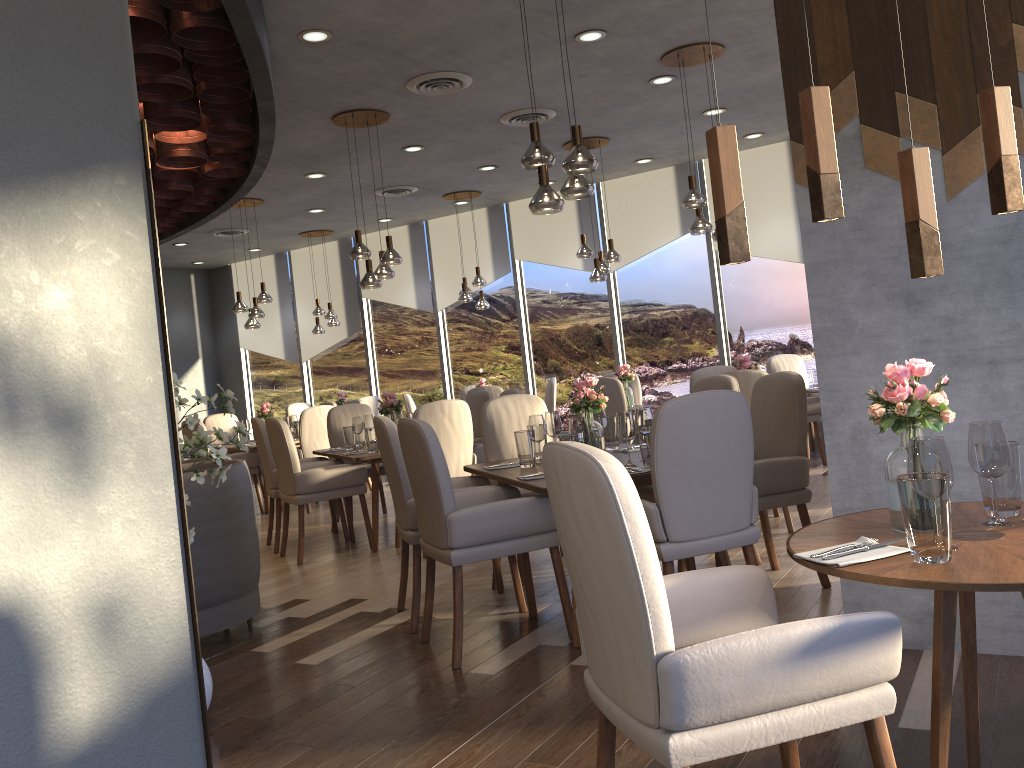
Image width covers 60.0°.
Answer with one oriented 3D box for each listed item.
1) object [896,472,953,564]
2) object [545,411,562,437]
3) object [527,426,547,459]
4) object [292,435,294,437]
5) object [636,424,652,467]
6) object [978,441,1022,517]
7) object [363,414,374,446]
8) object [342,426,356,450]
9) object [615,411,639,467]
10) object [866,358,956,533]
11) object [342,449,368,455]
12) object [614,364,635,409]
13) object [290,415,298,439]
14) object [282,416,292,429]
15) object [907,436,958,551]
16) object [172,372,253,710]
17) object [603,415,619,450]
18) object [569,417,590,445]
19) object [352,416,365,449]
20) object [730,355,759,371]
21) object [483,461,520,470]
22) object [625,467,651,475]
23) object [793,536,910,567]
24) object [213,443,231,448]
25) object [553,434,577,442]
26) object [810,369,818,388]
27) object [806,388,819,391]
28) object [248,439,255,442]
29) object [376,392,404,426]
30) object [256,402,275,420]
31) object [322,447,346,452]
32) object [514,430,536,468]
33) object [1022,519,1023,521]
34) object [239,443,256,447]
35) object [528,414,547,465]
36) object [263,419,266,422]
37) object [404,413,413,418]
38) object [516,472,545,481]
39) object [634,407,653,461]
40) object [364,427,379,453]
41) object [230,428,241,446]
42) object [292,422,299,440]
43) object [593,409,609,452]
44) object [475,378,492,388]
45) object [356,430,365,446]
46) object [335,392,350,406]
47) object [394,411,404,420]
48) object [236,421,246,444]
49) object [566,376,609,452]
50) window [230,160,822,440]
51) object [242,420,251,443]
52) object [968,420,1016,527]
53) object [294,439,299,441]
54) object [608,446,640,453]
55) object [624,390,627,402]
[{"bbox_3d":[0.870,0.281,1.856,0.102,0.178,0.102,-6,0,16],"label":"object"},{"bbox_3d":[0.219,0.264,4.609,0.092,0.244,0.092,-7,-1,33],"label":"object"},{"bbox_3d":[0.138,0.305,4.677,0.102,0.178,0.102,-6,0,12],"label":"object"},{"bbox_3d":[-2.489,0.578,9.716,0.255,0.019,0.157,-7,1,-43],"label":"object"},{"bbox_3d":[0.604,0.269,3.876,0.102,0.178,0.102,-6,0,-23],"label":"object"},{"bbox_3d":[1.214,0.237,2.205,0.102,0.178,0.102,-6,0,-11],"label":"object"},{"bbox_3d":[-1.138,0.367,7.084,0.092,0.244,0.092,-6,-1,-44],"label":"object"},{"bbox_3d":[-1.242,0.416,6.796,0.102,0.178,0.102,-6,0,-9],"label":"object"},{"bbox_3d":[0.511,0.245,3.937,0.092,0.244,0.092,-6,-1,-39],"label":"object"},{"bbox_3d":[0.974,0.145,2.143,0.210,0.416,0.198,-6,0,8],"label":"object"},{"bbox_3d":[-1.091,0.487,6.404,0.255,0.019,0.157,-7,1,-25],"label":"object"},{"bbox_3d":[1.065,0.021,8.316,0.210,0.416,0.198,-6,0,3],"label":"object"},{"bbox_3d":[-2.278,0.450,9.272,0.092,0.244,0.092,-6,-1,-24],"label":"object"},{"bbox_3d":[-2.301,0.456,9.078,0.092,0.244,0.092,-6,-1,-43],"label":"object"},{"bbox_3d":[0.925,0.240,1.949,0.092,0.244,0.092,-6,-1,22],"label":"object"},{"bbox_3d":[-1.289,0.436,3.104,0.787,1.617,0.747,-7,-1,37],"label":"object"},{"bbox_3d":[0.525,0.262,4.738,0.102,0.178,0.102,-6,0,-11],"label":"object"},{"bbox_3d":[0.299,0.269,3.881,0.092,0.244,0.092,-7,-1,27],"label":"object"},{"bbox_3d":[-1.194,0.376,6.892,0.092,0.244,0.092,-6,-1,23],"label":"object"},{"bbox_3d":[1.635,-0.002,6.182,0.210,0.416,0.197,-6,0,-12],"label":"object"},{"bbox_3d":[-0.012,0.405,4.481,0.255,0.019,0.157,-7,1,-15],"label":"object"},{"bbox_3d":[0.480,0.365,3.775,0.157,0.019,0.255,-7,1,-19],"label":"object"},{"bbox_3d":[0.776,0.369,1.986,0.255,0.019,0.157,-7,1,-21],"label":"object"},{"bbox_3d":[-3.009,0.642,9.325,0.255,0.019,0.157,-7,1,-42],"label":"object"},{"bbox_3d":[0.236,0.311,3.794,0.102,0.178,0.102,-6,0,11],"label":"object"},{"bbox_3d":[2.840,-0.053,8.252,0.102,0.178,0.102,-6,0,-42],"label":"object"},{"bbox_3d":[2.736,0.043,8.005,0.255,0.019,0.157,-6,1,-13],"label":"object"},{"bbox_3d":[-2.866,0.620,9.712,0.158,0.019,0.254,-7,1,-41],"label":"object"},{"bbox_3d":[-0.920,0.266,6.786,0.210,0.416,0.197,-6,0,-12],"label":"object"},{"bbox_3d":[-2.575,0.400,9.307,0.197,0.416,0.210,-7,-1,43],"label":"object"},{"bbox_3d":[-1.345,0.505,6.918,0.255,0.019,0.157,-7,1,-25],"label":"object"},{"bbox_3d":[0.069,0.319,4.342,0.102,0.178,0.102,-6,0,21],"label":"object"},{"bbox_3d":[1.315,0.308,2.066,0.255,0.019,0.157,-7,1,-17],"label":"object"},{"bbox_3d":[-2.617,0.607,8.909,0.255,0.019,0.157,-7,1,-42],"label":"object"},{"bbox_3d":[0.132,0.277,4.429,0.092,0.244,0.092,-7,-1,27],"label":"object"},{"bbox_3d":[-2.466,0.477,8.933,0.092,0.244,0.092,-6,-1,-39],"label":"object"},{"bbox_3d":[-0.741,0.335,6.470,0.092,0.244,0.092,-6,-1,-3],"label":"object"},{"bbox_3d":[0.155,0.397,3.933,0.255,0.019,0.157,-7,1,-15],"label":"object"},{"bbox_3d":[0.617,0.230,4.100,0.092,0.244,0.092,-6,-1,8],"label":"object"},{"bbox_3d":[-0.988,0.398,6.282,0.102,0.178,0.102,-6,0,31],"label":"object"},{"bbox_3d":[-2.876,0.549,9.241,0.102,0.178,0.102,-6,0,-26],"label":"object"},{"bbox_3d":[-2.190,0.478,9.063,0.102,0.178,0.102,-6,0,-39],"label":"object"},{"bbox_3d":[0.457,0.238,4.650,0.092,0.244,0.092,-7,-1,31],"label":"object"},{"bbox_3d":[-0.321,0.138,10.163,0.197,0.416,0.210,-6,0,28],"label":"object"},{"bbox_3d":[-1.229,0.408,7.137,0.102,0.178,0.102,-6,0,-18],"label":"object"},{"bbox_3d":[-2.240,0.318,11.735,0.198,0.416,0.209,-6,-1,-37],"label":"object"},{"bbox_3d":[-0.910,0.340,7.164,0.092,0.244,0.092,-7,-1,44],"label":"object"},{"bbox_3d":[-2.858,0.512,9.349,0.092,0.244,0.092,-6,-1,0],"label":"object"},{"bbox_3d":[0.369,0.172,4.250,0.210,0.416,0.198,-6,0,8],"label":"object"},{"bbox_3d":[1.634,-0.997,6.867,8.066,3.200,16.107,-6,1,-14],"label":"window"},{"bbox_3d":[-2.859,0.509,9.549,0.092,0.244,0.092,-6,-1,-38],"label":"object"},{"bbox_3d":[1.145,0.213,2.118,0.092,0.244,0.092,-6,-1,-37],"label":"object"},{"bbox_3d":[-2.257,0.568,8.913,0.254,0.019,0.158,-5,1,45],"label":"object"},{"bbox_3d":[0.627,0.333,4.599,0.255,0.019,0.157,-7,1,-17],"label":"object"},{"bbox_3d":[1.000,0.151,8.108,0.102,0.178,0.102,-6,0,-39],"label":"object"}]
